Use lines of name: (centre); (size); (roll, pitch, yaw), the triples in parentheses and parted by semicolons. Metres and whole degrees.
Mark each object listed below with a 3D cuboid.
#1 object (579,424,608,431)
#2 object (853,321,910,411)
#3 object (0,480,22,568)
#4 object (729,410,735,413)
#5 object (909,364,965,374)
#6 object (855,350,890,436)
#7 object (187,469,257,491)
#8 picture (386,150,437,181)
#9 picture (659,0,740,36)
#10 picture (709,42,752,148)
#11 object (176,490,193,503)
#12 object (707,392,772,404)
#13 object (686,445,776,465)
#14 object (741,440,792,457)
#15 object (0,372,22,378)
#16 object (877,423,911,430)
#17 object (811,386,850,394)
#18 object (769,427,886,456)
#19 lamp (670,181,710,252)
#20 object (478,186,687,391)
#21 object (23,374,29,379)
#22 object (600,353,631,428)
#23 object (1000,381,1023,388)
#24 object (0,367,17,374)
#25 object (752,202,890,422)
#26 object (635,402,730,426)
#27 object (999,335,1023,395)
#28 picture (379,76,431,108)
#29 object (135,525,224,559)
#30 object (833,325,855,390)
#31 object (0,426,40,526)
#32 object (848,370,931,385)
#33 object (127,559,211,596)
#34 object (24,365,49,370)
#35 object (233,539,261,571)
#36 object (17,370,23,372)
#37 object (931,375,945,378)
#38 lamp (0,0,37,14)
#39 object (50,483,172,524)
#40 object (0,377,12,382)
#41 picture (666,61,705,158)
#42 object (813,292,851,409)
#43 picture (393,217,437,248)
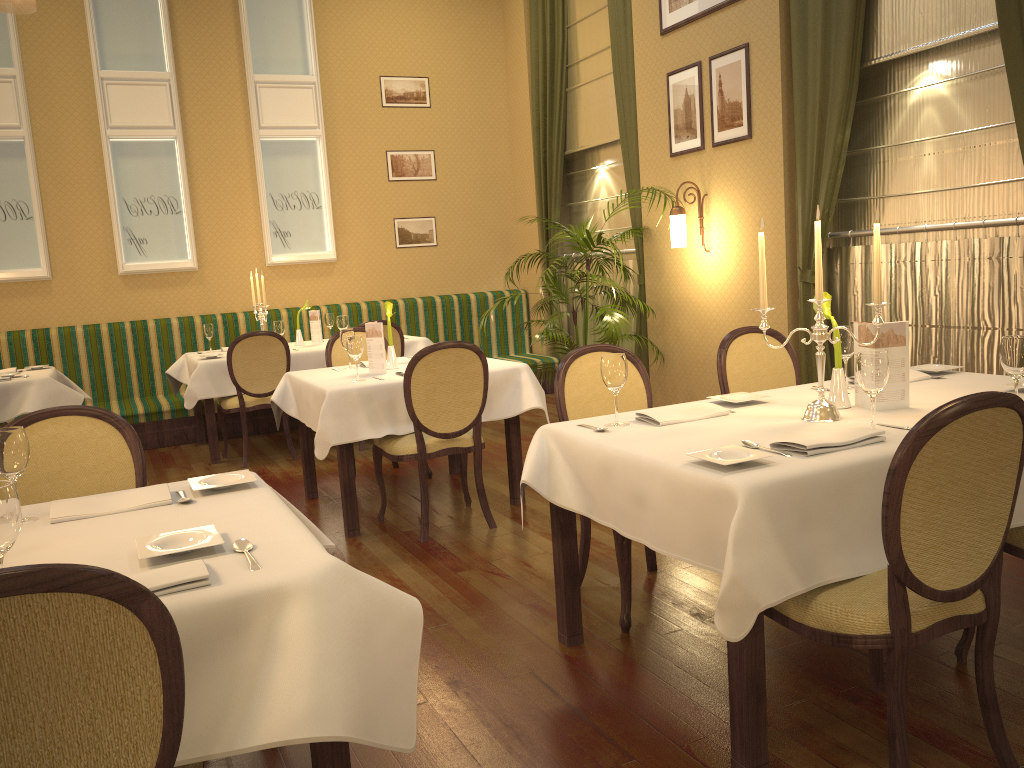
object: (0.255, 0.135, 2.814); (0.038, 0.015, 0.181); (-7, 8, -23)
object: (1.155, -0.056, 2.798); (0.166, 0.277, 0.081); (2, 10, 36)
object: (-0.867, 0.283, 1.495); (0.088, 0.229, 0.088); (-1, 8, 23)
object: (0.697, 0.081, 2.997); (0.017, 0.010, 0.185); (-7, 8, -23)
object: (1.644, -0.054, 3.461); (0.160, 0.024, 0.160); (-8, 8, -24)
object: (0.995, 0.025, 2.446); (0.088, 0.229, 0.088); (-1, 8, 23)
object: (-0.769, 0.265, 2.353); (0.160, 0.024, 0.160); (-8, 8, -24)
picture: (-0.992, -2.159, 8.767); (0.504, 0.294, 0.008); (-8, 8, -24)
picture: (1.288, -3.104, 6.181); (0.027, 1.057, 0.966); (-8, 8, -24)
picture: (1.490, -1.967, 6.077); (0.022, 0.619, 0.412); (-8, 8, -24)
object: (-0.842, 0.285, 2.270); (0.038, 0.015, 0.181); (-7, 8, -23)
object: (0.790, 0.056, 3.089); (0.160, 0.024, 0.160); (-8, 8, -24)
object: (0.549, 0.189, 2.233); (0.160, 0.024, 0.160); (-8, 8, -24)
object: (0.670, 0.170, 2.342); (0.038, 0.015, 0.181); (-7, 8, -23)
object: (-3.459, -0.053, 6.084); (0.160, 0.024, 0.160); (-8, 8, -24)
object: (1.099, 0.121, 2.496); (0.017, 0.010, 0.185); (-7, 8, -24)
object: (1.152, 0.021, 3.206); (0.017, 0.010, 0.185); (-7, 8, -23)
object: (0.840, 0.149, 2.361); (0.273, 0.033, 0.142); (-8, 8, -24)
lamp: (1.271, -1.201, 6.404); (0.323, 0.513, 0.114); (-9, 9, -35)
object: (0.599, -0.579, 6.933); (1.552, 1.807, 1.496); (-11, 11, -44)
object: (-3.299, -0.050, 6.010); (0.038, 0.015, 0.181); (-7, 8, -23)
object: (0.330, 0.019, 2.831); (0.088, 0.229, 0.088); (-1, 8, 23)
object: (1.733, 0.013, 2.921); (0.160, 0.024, 0.160); (-8, 8, -24)
object: (-3.778, -0.087, 6.485); (0.273, 0.033, 0.142); (-8, 8, -24)
object: (0.929, -0.213, 2.677); (0.390, 0.655, 0.131); (1, 9, 31)
object: (0.554, 0.097, 2.887); (0.273, 0.033, 0.142); (-8, 8, -24)
object: (1.458, -0.023, 2.563); (0.088, 0.229, 0.088); (-1, 8, 23)
picture: (-1.041, -2.856, 8.672); (0.504, 0.294, 0.008); (-8, 8, -24)
object: (-0.680, 0.331, 1.813); (0.160, 0.024, 0.160); (-8, 8, -24)
object: (1.217, -0.097, 3.234); (0.088, 0.229, 0.088); (-1, 8, 23)
object: (-1.196, 0.221, 2.126); (0.088, 0.229, 0.088); (-1, 8, 23)
object: (1.414, -0.021, 3.322); (0.273, 0.033, 0.142); (-8, 8, -24)
object: (-0.694, 0.363, 1.600); (0.273, 0.024, 0.142); (-8, 8, -24)
object: (-3.548, -0.120, 6.624); (0.160, 0.024, 0.160); (-8, 8, -24)
object: (-0.520, 0.334, 1.739); (0.038, 0.015, 0.181); (-7, 8, -23)
object: (-3.621, -0.099, 6.541); (0.038, 0.015, 0.181); (-7, 8, -23)
object: (1.571, -0.033, 3.378); (0.038, 0.015, 0.181); (-7, 8, -23)
lamp: (-2.498, -2.728, 4.228); (0.593, 1.796, 0.593); (-8, 9, -27)
object: (-0.999, 0.297, 2.214); (0.273, 0.033, 0.142); (-8, 8, -24)
object: (-3.474, -0.022, 5.871); (0.273, 0.024, 0.142); (-8, 8, -24)
picture: (1.274, -2.014, 6.535); (0.022, 0.619, 0.412); (-8, 8, -24)
object: (1.047, -0.114, 2.901); (0.076, 0.375, 0.163); (-4, 8, -3)
picture: (-0.960, -1.513, 8.848); (0.437, 0.294, 0.008); (-8, 8, -24)
